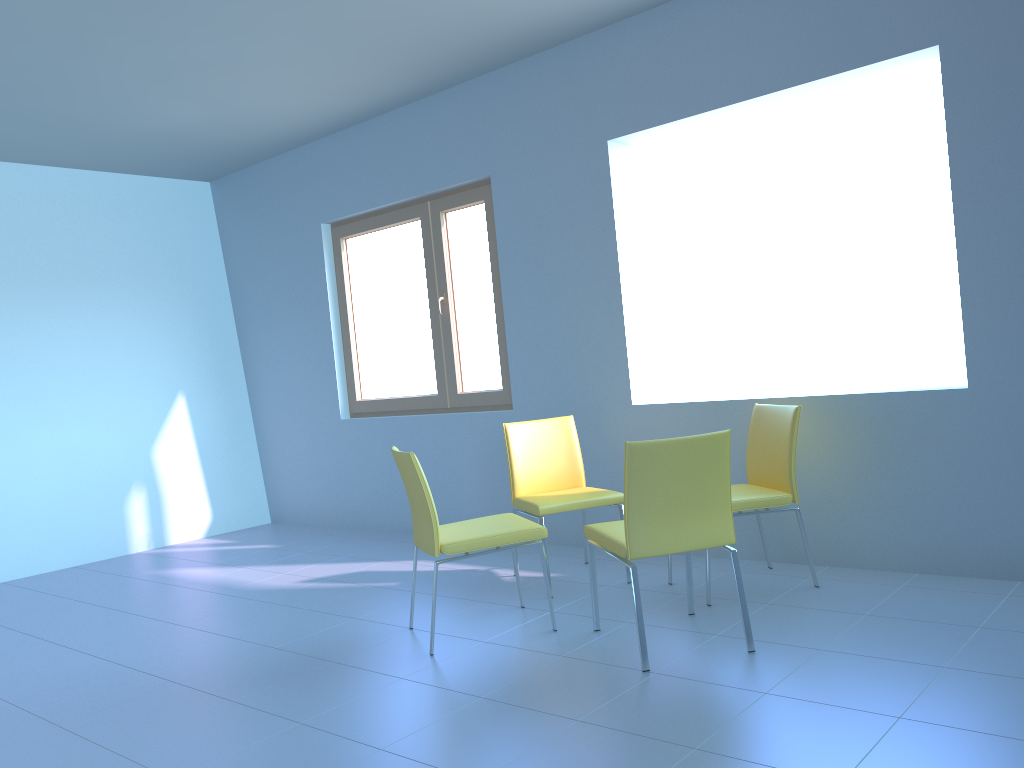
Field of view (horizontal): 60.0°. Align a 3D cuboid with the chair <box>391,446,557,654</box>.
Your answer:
[{"bbox_3d":[-0.160,0.557,3.262,0.484,0.695,0.387,-6,1,-18],"label":"chair"}]

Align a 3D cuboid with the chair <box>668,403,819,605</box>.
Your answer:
[{"bbox_3d":[0.887,0.449,3.514,0.484,0.695,0.387,-6,1,-13],"label":"chair"}]

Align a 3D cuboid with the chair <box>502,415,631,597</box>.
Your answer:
[{"bbox_3d":[0.219,0.505,3.886,0.387,0.695,0.484,-6,1,-18],"label":"chair"}]

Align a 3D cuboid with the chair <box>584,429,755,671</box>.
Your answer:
[{"bbox_3d":[0.494,0.503,2.922,0.387,0.699,0.484,-6,1,-13],"label":"chair"}]

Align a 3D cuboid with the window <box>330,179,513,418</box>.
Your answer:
[{"bbox_3d":[-0.562,-0.448,5.272,1.475,1.263,0.142,-4,2,41],"label":"window"}]
